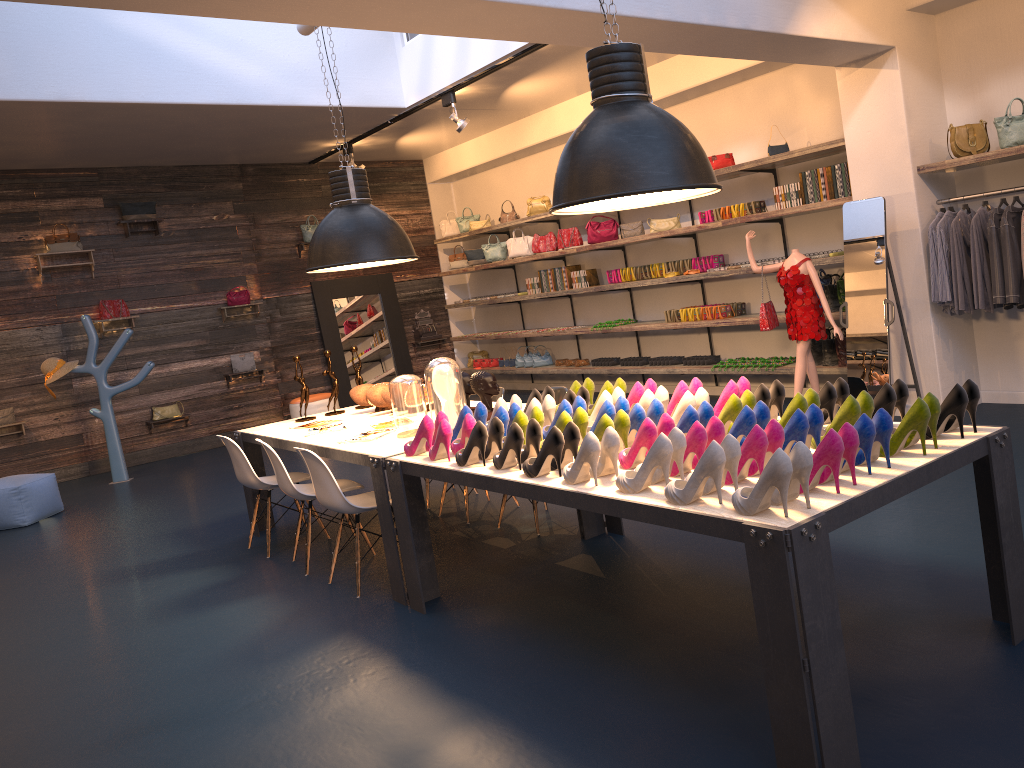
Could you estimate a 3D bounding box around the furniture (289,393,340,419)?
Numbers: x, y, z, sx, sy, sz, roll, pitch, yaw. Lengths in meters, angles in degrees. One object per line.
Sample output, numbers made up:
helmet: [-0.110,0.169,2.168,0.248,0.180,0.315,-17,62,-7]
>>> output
furniture: [-2.463,0.379,10.900,0.629,0.479,0.533,-12,6,-33]

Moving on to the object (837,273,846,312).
object: [2.955,-0.822,7.591,0.373,0.355,0.149,-12,5,-36]

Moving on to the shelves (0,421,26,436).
shelves: [-5.511,0.520,9.351,0.491,0.143,0.225,-12,7,-36]

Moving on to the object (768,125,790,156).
object: [2.400,-2.204,7.861,0.205,0.279,0.057,-9,4,-7]

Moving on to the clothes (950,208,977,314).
clothes: [3.522,-0.947,6.628,0.575,0.799,0.173,-12,5,-40]

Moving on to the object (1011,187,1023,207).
object: [3.661,-1.321,6.299,0.469,0.219,0.009,-12,5,-37]

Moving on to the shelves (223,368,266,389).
shelves: [-3.368,-0.069,11.000,0.491,0.183,0.225,-12,7,-36]

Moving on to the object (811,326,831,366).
object: [2.828,-0.376,8.016,0.402,0.389,0.166,-10,5,-24]

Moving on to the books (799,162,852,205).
books: [2.822,-1.744,7.530,0.260,0.287,0.587,-12,7,-36]

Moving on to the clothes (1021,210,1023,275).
clothes: [3.815,-0.931,6.220,0.734,0.794,0.161,-12,5,-37]

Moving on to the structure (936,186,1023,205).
structure: [5.605,-1.372,3.506,0.042,0.038,7.996,-12,7,-34]

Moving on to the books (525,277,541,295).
books: [0.344,-1.288,11.317,0.196,0.209,0.292,-12,6,-34]

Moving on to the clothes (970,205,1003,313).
clothes: [3.607,-0.945,6.506,0.575,0.799,0.173,-12,5,-40]

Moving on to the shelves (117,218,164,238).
shelves: [-4.401,-1.850,10.316,0.491,0.178,0.225,-12,7,-36]

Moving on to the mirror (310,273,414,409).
mirror: [-2.019,-0.539,12.050,1.258,1.912,0.245,-12,5,-37]

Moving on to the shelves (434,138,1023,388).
shelves: [0.213,-0.204,4.005,9.404,2.222,15.450,-12,8,-35]

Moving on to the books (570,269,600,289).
books: [0.890,-1.285,10.615,0.198,0.212,0.302,-12,7,-35]

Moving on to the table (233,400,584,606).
table: [-0.712,0.593,5.567,1.344,0.739,2.329,-12,7,-35]

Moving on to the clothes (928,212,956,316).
clothes: [3.383,-0.935,6.762,0.589,0.812,0.112,-12,5,-37]

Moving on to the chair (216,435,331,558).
chair: [-1.564,0.668,5.686,0.592,0.799,0.427,-12,6,-37]

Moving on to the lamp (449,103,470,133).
lamp: [-0.544,-2.690,8.818,0.237,0.327,0.184,-8,4,7]

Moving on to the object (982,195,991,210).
object: [3.536,-1.324,6.480,0.469,0.219,0.009,-12,5,-37]

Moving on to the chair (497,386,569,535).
chair: [0.154,0.459,5.421,0.593,0.799,0.426,-13,6,-42]

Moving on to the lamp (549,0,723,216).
lamp: [0.363,-1.530,3.392,0.763,1.642,0.639,-13,6,-44]

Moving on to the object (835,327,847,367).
object: [2.986,-0.347,7.709,0.373,0.355,0.149,-12,5,-36]

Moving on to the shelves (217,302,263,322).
shelves: [-3.436,-0.907,11.018,0.538,0.184,0.185,-12,7,-37]

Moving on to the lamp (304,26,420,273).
lamp: [-1.072,-1.557,5.441,0.704,1.642,0.698,-8,4,1]

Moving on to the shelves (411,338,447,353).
shelves: [-1.196,-0.561,12.669,0.491,0.157,0.225,-12,7,-36]

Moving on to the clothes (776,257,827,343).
clothes: [2.440,-0.357,7.233,0.319,1.381,0.501,-5,5,41]

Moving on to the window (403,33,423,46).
window: [-0.069,-3.367,3.481,4.880,0.650,10.383,-12,8,-35]

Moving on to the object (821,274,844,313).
object: [2.880,-0.821,7.760,0.406,0.338,0.200,-11,5,-30]

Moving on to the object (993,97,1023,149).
object: [3.707,-1.912,6.363,0.371,0.366,0.175,-8,4,-2]

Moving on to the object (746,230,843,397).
object: [2.415,-0.499,7.233,0.692,1.660,0.372,-6,5,31]

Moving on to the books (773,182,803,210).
books: [2.551,-1.704,7.871,0.196,0.209,0.292,-12,6,-34]

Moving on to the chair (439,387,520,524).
chair: [-0.258,0.464,5.890,0.592,0.799,0.427,-12,6,-37]

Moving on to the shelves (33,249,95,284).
shelves: [-5.031,-1.326,9.811,0.607,0.316,0.225,-12,6,-36]

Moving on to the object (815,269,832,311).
object: [2.797,-0.851,7.898,0.402,0.389,0.167,-10,5,-24]

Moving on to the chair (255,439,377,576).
chair: [-1.172,0.667,5.203,0.587,0.799,0.431,-11,5,-28]

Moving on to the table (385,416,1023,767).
table: [0.633,0.618,3.643,1.344,0.739,2.329,-12,7,-35]

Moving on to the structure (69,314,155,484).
structure: [-4.274,0.144,9.223,1.002,1.802,0.166,-9,4,-13]

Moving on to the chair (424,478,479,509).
chair: [-0.555,0.445,6.432,0.591,0.799,0.428,-12,5,-34]

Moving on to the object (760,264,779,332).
object: [2.148,-0.737,7.340,0.084,0.551,0.343,-6,5,32]

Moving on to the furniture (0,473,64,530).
furniture: [-4.456,1.035,7.737,0.647,0.422,0.653,-8,6,3]

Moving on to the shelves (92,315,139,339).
shelves: [-4.597,-0.658,10.102,0.491,0.210,0.225,-12,7,-36]

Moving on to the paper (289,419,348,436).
paper: [-1.229,0.275,5.640,0.359,0.014,0.672,-11,7,-25]

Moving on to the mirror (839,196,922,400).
mirror: [2.825,-0.558,6.780,0.568,1.760,0.463,-11,5,-36]

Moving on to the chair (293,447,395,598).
chair: [-0.822,0.674,4.698,0.592,0.799,0.427,-12,6,-37]

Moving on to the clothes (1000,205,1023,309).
clothes: [3.732,-0.933,6.311,0.714,0.752,0.118,-12,5,-35]

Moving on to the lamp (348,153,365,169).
lamp: [-1.948,-2.717,10.827,0.237,0.327,0.184,-8,4,7]

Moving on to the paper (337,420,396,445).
paper: [-0.763,0.267,5.131,0.329,0.014,0.734,-7,6,8]

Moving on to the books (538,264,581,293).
books: [0.615,-1.328,10.977,0.260,0.287,0.587,-12,7,-36]

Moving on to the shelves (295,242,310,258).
shelves: [-2.625,-1.812,11.654,0.491,0.177,0.225,-12,7,-36]

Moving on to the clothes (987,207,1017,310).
clothes: [3.680,-0.934,6.385,0.714,0.752,0.118,-12,5,-35]

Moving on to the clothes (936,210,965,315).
clothes: [3.419,-0.934,6.711,0.589,0.812,0.112,-12,5,-37]

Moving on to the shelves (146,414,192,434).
shelves: [-4.102,0.484,10.413,0.491,0.157,0.225,-12,7,-36]

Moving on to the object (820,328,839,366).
object: [2.911,-0.346,7.878,0.406,0.338,0.200,-11,5,-30]

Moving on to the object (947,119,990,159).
object: [3.486,-1.857,6.598,0.329,0.283,0.198,-9,5,-8]
